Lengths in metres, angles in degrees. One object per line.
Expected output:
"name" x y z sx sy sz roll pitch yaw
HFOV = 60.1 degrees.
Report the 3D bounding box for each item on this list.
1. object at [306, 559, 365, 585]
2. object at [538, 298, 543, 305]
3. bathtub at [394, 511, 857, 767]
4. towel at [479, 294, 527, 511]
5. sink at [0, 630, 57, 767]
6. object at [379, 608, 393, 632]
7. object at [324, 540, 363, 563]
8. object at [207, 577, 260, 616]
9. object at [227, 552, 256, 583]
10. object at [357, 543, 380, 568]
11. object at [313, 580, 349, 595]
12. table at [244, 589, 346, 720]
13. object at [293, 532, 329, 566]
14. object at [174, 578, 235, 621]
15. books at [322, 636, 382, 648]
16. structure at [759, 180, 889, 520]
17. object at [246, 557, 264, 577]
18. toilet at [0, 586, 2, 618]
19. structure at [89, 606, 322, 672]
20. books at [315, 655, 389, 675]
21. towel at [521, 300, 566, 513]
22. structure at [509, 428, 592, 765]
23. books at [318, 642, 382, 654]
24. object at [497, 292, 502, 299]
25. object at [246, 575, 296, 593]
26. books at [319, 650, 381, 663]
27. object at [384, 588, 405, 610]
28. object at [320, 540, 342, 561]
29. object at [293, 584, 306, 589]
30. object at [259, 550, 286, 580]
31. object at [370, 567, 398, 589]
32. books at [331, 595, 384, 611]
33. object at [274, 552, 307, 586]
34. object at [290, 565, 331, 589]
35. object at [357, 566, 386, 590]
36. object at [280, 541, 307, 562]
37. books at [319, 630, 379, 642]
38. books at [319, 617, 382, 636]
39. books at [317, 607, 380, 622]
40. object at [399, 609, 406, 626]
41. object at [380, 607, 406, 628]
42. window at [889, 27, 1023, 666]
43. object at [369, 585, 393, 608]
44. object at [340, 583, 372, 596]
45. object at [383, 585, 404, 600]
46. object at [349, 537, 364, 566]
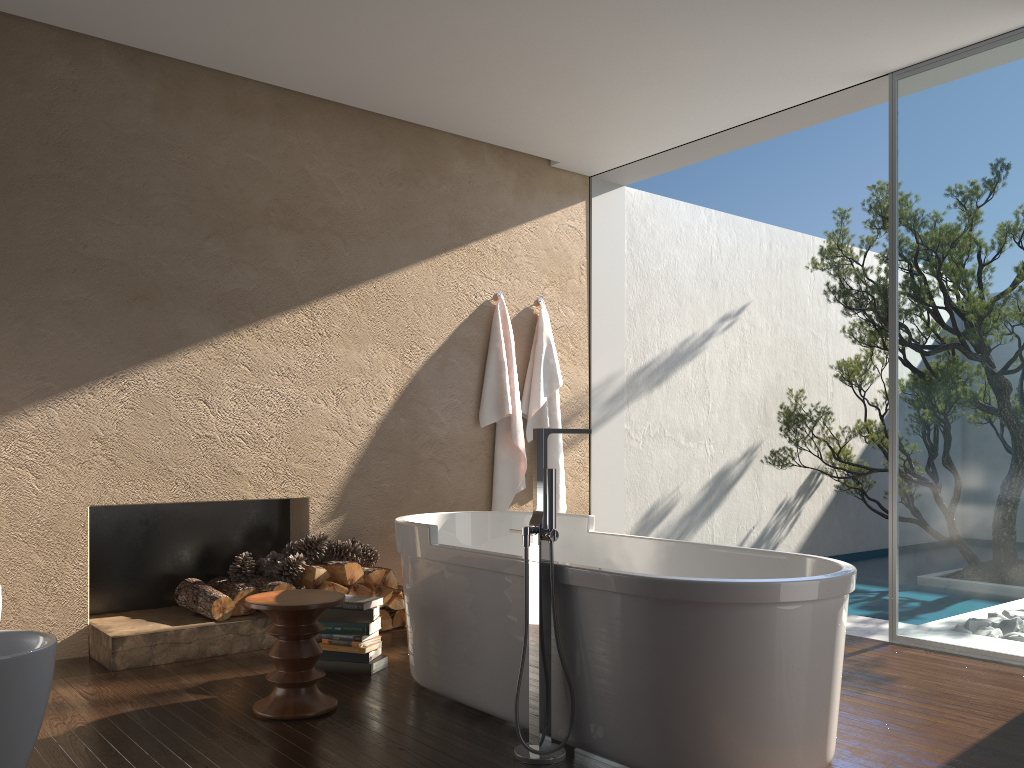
"object" -1.004 1.042 4.918 0.402 0.142 0.153 -3 -4 40
"object" 0.202 -0.574 6.137 0.046 0.046 0.019 2 -1 -39
"bathtub" 0.306 0.913 3.444 0.913 0.710 2.102 2 -4 -39
"towel" -0.031 0.164 5.863 0.401 1.540 0.181 0 0 -32
"sink" -1.714 0.834 2.501 0.768 0.735 0.465 2 -2 -39
"object" -0.854 1.314 5.046 0.159 0.133 0.414 2 -4 -40
"object" -0.944 0.968 5.002 0.194 0.179 0.202 -1 -3 34
"object" -1.505 1.124 4.708 0.163 0.150 0.445 2 -4 -39
"object" -1.455 0.991 4.764 0.143 0.170 0.138 0 -2 7
"object" -0.831 0.989 5.078 0.145 0.149 0.145 1 -2 -24
"object" -1.091 1.133 4.877 0.197 0.152 0.447 2 -4 -38
"table" -0.847 1.050 3.463 0.385 0.433 0.385 1 -2 -27
"object" -1.115 0.916 4.907 0.190 0.191 0.166 -1 -2 19
"object" -1.581 1.109 4.572 0.161 0.172 0.434 2 -4 -43
"books" -0.741 1.182 4.095 0.223 0.027 0.161 -2 -5 31
"structure" 3.596 0.063 7.156 2.588 3.466 2.522 -1 -2 44
"object" -1.421 1.053 4.928 0.152 0.178 0.138 -1 -2 25
"toilet" -2.319 0.553 3.257 0.768 1.408 0.465 1 -1 -39
"structure" -1.568 1.277 4.633 1.158 0.159 0.633 3 -5 -39
"books" -0.742 1.292 4.096 0.290 0.053 0.176 -1 -4 18
"towel" 0.245 0.165 6.073 0.417 1.507 0.174 0 0 -35
"structure" 0.142 0.693 2.968 0.282 1.086 0.225 0 0 -6
"books" -0.748 1.207 4.088 0.250 0.026 0.160 -2 -4 21
"object" -0.078 -0.590 5.912 0.046 0.046 0.019 2 -1 -39
"object" -1.295 1.115 4.685 0.168 0.168 0.397 2 -4 -39
"books" -0.746 1.243 4.097 0.240 0.045 0.175 -1 -4 11
"object" -0.791 1.230 5.111 0.122 0.114 0.458 2 -4 -41
"object" -1.044 0.961 5.063 0.163 0.176 0.147 1 -2 -33
"object" -1.237 1.149 4.832 0.133 0.144 0.458 2 -4 -39
"object" -1.313 1.010 4.895 0.171 0.180 0.175 -1 -2 22
"object" -0.823 1.108 5.088 0.119 0.129 0.460 1 -4 -37
"books" -0.750 1.009 4.090 0.253 0.034 0.183 -2 -4 21
"object" -1.186 0.994 4.732 0.172 0.187 0.159 1 -2 -17
"object" -1.166 1.043 4.877 0.131 0.125 0.425 2 -4 -43
"object" -0.896 1.088 5.028 0.126 0.115 0.458 2 -4 -42
"object" -1.216 0.958 4.967 0.161 0.152 0.187 1 -3 -25
"books" -0.750 1.155 4.085 0.223 0.026 0.161 -2 -4 21
"books" -0.748 1.114 4.091 0.246 0.057 0.171 -1 -4 11
"books" -0.755 1.057 4.099 0.259 0.060 0.180 0 -4 1
"object" -0.662 1.328 5.189 0.148 0.132 0.399 2 -4 -39
"object" -0.768 1.338 5.155 0.103 0.111 0.422 2 -4 -39
"window" 2.584 -0.188 3.935 0.021 3.000 1.886 0 -1 -39
"object" -0.859 1.180 5.033 0.173 0.138 0.399 2 -4 -42
"object" -0.992 1.163 4.955 0.197 0.154 0.447 3 -4 -44
"object" -0.712 1.221 5.194 0.116 0.102 0.421 2 -4 -41
"object" -0.906 0.984 5.163 0.140 0.182 0.150 -1 -2 43
